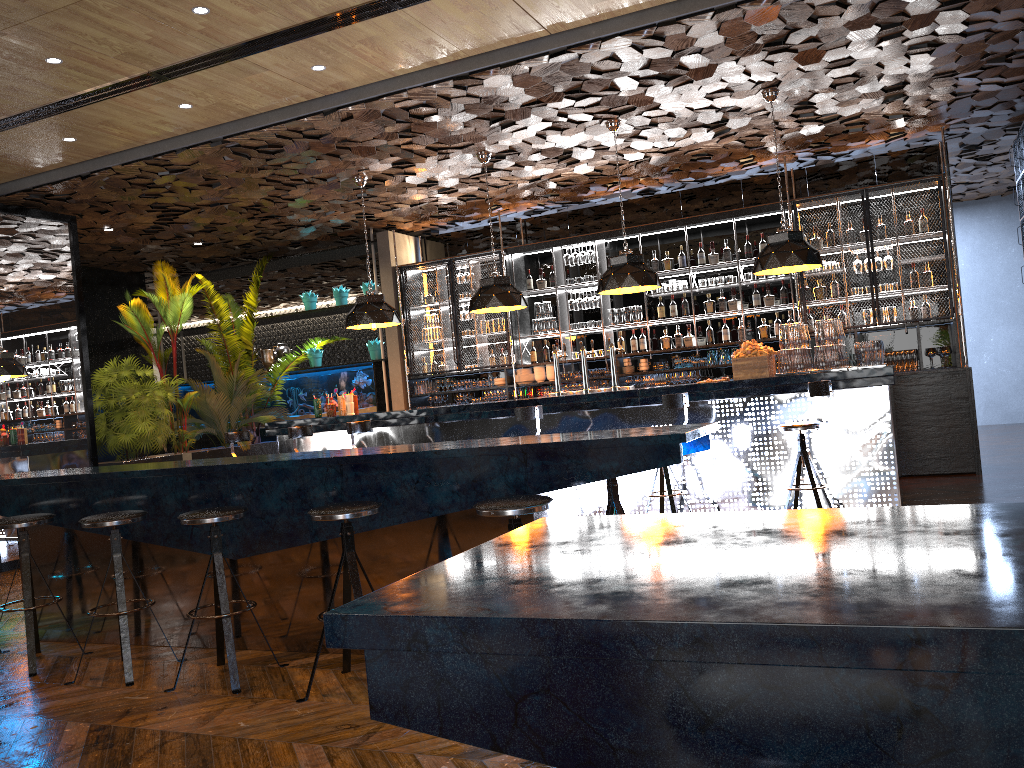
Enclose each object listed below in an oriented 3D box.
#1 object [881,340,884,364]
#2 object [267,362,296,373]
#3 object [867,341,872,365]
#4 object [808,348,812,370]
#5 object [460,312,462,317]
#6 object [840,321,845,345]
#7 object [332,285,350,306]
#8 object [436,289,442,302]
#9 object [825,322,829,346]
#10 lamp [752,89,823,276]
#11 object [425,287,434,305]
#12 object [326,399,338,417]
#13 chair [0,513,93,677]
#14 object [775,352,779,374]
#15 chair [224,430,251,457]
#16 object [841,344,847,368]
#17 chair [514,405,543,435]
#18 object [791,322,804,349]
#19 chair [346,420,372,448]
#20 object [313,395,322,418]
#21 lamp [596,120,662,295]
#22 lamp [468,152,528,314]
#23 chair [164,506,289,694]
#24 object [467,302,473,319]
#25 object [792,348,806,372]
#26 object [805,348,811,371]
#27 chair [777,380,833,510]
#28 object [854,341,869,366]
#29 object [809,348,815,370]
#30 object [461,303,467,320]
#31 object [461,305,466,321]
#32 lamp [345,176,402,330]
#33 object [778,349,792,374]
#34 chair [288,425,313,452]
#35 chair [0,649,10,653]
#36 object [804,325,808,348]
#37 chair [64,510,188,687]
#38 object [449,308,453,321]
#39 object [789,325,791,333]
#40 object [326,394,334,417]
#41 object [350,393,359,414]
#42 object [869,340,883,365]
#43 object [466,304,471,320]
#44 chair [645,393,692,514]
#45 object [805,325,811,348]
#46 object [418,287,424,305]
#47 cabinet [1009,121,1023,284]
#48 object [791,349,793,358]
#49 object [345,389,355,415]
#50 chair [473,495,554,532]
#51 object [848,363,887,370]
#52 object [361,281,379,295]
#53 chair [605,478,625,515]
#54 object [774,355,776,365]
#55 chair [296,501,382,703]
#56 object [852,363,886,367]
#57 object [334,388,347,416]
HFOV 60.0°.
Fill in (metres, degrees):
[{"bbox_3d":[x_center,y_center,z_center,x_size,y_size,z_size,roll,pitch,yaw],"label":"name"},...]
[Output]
[{"bbox_3d":[2.985,-0.247,7.234,0.105,0.209,0.105,-5,-1,-41],"label":"object"},{"bbox_3d":[-3.408,-0.240,13.099,0.320,0.135,0.250,-6,-1,24],"label":"object"},{"bbox_3d":[2.885,-0.238,7.139,0.105,0.209,0.105,-5,-1,-41],"label":"object"},{"bbox_3d":[2.561,-0.204,7.739,0.105,0.209,0.105,-5,-1,-41],"label":"object"},{"bbox_3d":[-0.715,-0.955,11.801,0.081,0.213,0.081,-6,-1,30],"label":"object"},{"bbox_3d":[2.828,-0.439,7.688,0.105,0.209,0.105,-5,-1,-41],"label":"object"},{"bbox_3d":[-2.409,-1.239,12.550,0.244,0.325,0.255,-5,-1,-39],"label":"object"},{"bbox_3d":[-0.996,-1.223,12.008,0.075,0.261,0.075,-5,-1,-17],"label":"object"},{"bbox_3d":[2.684,-0.426,7.618,0.105,0.209,0.105,-5,-1,-41],"label":"object"},{"bbox_3d":[2.326,-1.769,7.728,0.582,1.564,0.607,-6,-1,24],"label":"lamp"},{"bbox_3d":[-1.124,-1.200,12.050,0.108,0.244,0.108,-6,-1,13],"label":"object"},{"bbox_3d":[-1.859,0.241,9.156,0.110,0.191,0.131,-6,-1,36],"label":"object"},{"bbox_3d":[-2.652,1.130,4.866,0.419,0.813,0.419,-6,-1,19],"label":"chair"},{"bbox_3d":[2.361,-0.180,7.985,0.105,0.209,0.105,-5,-1,-41],"label":"object"},{"bbox_3d":[-2.557,1.012,8.719,0.476,1.108,0.419,-6,-1,24],"label":"chair"},{"bbox_3d":[2.707,-0.222,7.327,0.105,0.209,0.105,-5,-1,-41],"label":"object"},{"bbox_3d":[0.093,0.749,7.433,0.476,1.108,0.419,-6,-1,39],"label":"chair"},{"bbox_3d":[2.337,-0.397,7.279,0.105,0.209,0.105,-5,-1,-41],"label":"object"},{"bbox_3d":[-1.211,0.877,7.910,0.476,1.108,0.419,-6,-1,24],"label":"chair"},{"bbox_3d":[-2.025,0.234,9.232,0.086,0.237,0.084,-6,-1,43],"label":"object"},{"bbox_3d":[1.009,-1.641,8.189,0.582,1.564,0.607,-6,-1,24],"label":"lamp"},{"bbox_3d":[-0.210,-1.520,8.868,0.582,1.564,0.607,-6,-1,24],"label":"lamp"},{"bbox_3d":[-1.399,1.005,4.258,0.419,0.813,0.419,-6,-1,19],"label":"chair"},{"bbox_3d":[-0.554,-0.971,11.728,0.081,0.213,0.081,-6,-1,30],"label":"object"},{"bbox_3d":[2.336,-0.188,7.230,0.105,0.209,0.105,-5,-1,-41],"label":"object"},{"bbox_3d":[2.446,-0.196,7.435,0.105,0.209,0.105,-5,-1,-41],"label":"object"},{"bbox_3d":[2.197,0.542,6.611,0.476,1.108,0.419,-6,-1,34],"label":"chair"},{"bbox_3d":[2.787,-0.230,7.065,0.105,0.209,0.105,-5,-1,-1],"label":"object"},{"bbox_3d":[2.618,-0.208,7.848,0.105,0.209,0.105,-5,-1,-41],"label":"object"},{"bbox_3d":[-0.636,-0.963,11.765,0.081,0.213,0.081,-6,-1,30],"label":"object"},{"bbox_3d":[-0.656,-0.960,11.932,0.081,0.213,0.081,-6,-1,30],"label":"object"},{"bbox_3d":[-1.524,-1.365,9.323,0.582,1.606,0.607,-6,-1,24],"label":"lamp"},{"bbox_3d":[2.229,-0.177,7.264,0.105,0.209,0.105,-5,-1,-41],"label":"object"},{"bbox_3d":[-1.839,0.940,8.324,0.476,1.108,0.419,-6,-1,24],"label":"chair"},{"bbox_3d":[-3.246,1.188,5.087,0.419,0.813,0.419,-6,-1,19],"label":"chair"},{"bbox_3d":[2.509,-0.409,7.693,0.105,0.209,0.105,-5,-1,-41],"label":"object"},{"bbox_3d":[-2.001,1.065,4.531,0.419,0.813,0.419,-6,-1,19],"label":"chair"},{"bbox_3d":[-0.802,-0.947,11.840,0.081,0.213,0.081,-6,-1,30],"label":"object"},{"bbox_3d":[2.292,-0.391,7.423,0.105,0.209,0.105,-5,-1,-41],"label":"object"},{"bbox_3d":[-1.917,0.221,9.342,0.078,0.246,0.084,-6,-1,23],"label":"object"},{"bbox_3d":[-1.649,0.178,9.214,0.091,0.277,0.080,-5,-1,-34],"label":"object"},{"bbox_3d":[2.880,-0.239,7.010,0.105,0.209,0.105,-5,-1,-1],"label":"object"},{"bbox_3d":[-0.578,-0.967,11.897,0.081,0.213,0.081,-6,-1,30],"label":"object"},{"bbox_3d":[1.218,0.638,6.980,0.476,1.108,0.419,-6,-1,39],"label":"chair"},{"bbox_3d":[2.567,-0.413,7.795,0.105,0.209,0.105,-5,-1,-41],"label":"object"},{"bbox_3d":[-1.250,-1.197,12.150,0.075,0.260,0.075,-5,-1,-17],"label":"object"},{"bbox_3d":[5.189,-0.935,7.937,0.691,3.514,4.416,-6,-1,24],"label":"cabinet"},{"bbox_3d":[2.336,-0.185,7.473,0.105,0.209,0.105,-5,-1,-41],"label":"object"},{"bbox_3d":[-1.652,0.184,9.076,0.081,0.264,0.099,-6,-1,45],"label":"object"},{"bbox_3d":[0.041,0.863,3.560,0.419,0.813,0.419,-6,-1,19],"label":"chair"},{"bbox_3d":[2.871,-0.141,7.153,0.273,0.019,0.437,-6,-1,24],"label":"object"},{"bbox_3d":[-1.971,-1.283,12.349,0.265,0.325,0.245,-6,-1,18],"label":"object"},{"bbox_3d":[0.572,0.825,4.829,0.419,0.813,0.419,-6,-1,19],"label":"chair"},{"bbox_3d":[2.256,-0.173,7.760,0.105,0.209,0.105,-5,-1,-1],"label":"object"},{"bbox_3d":[-0.705,0.937,3.932,0.419,0.813,0.419,-6,-1,19],"label":"chair"},{"bbox_3d":[3.043,-0.153,7.567,0.273,0.019,0.437,-6,-1,24],"label":"object"},{"bbox_3d":[-1.807,0.185,9.381,0.105,0.298,0.116,-5,-1,-35],"label":"object"}]
